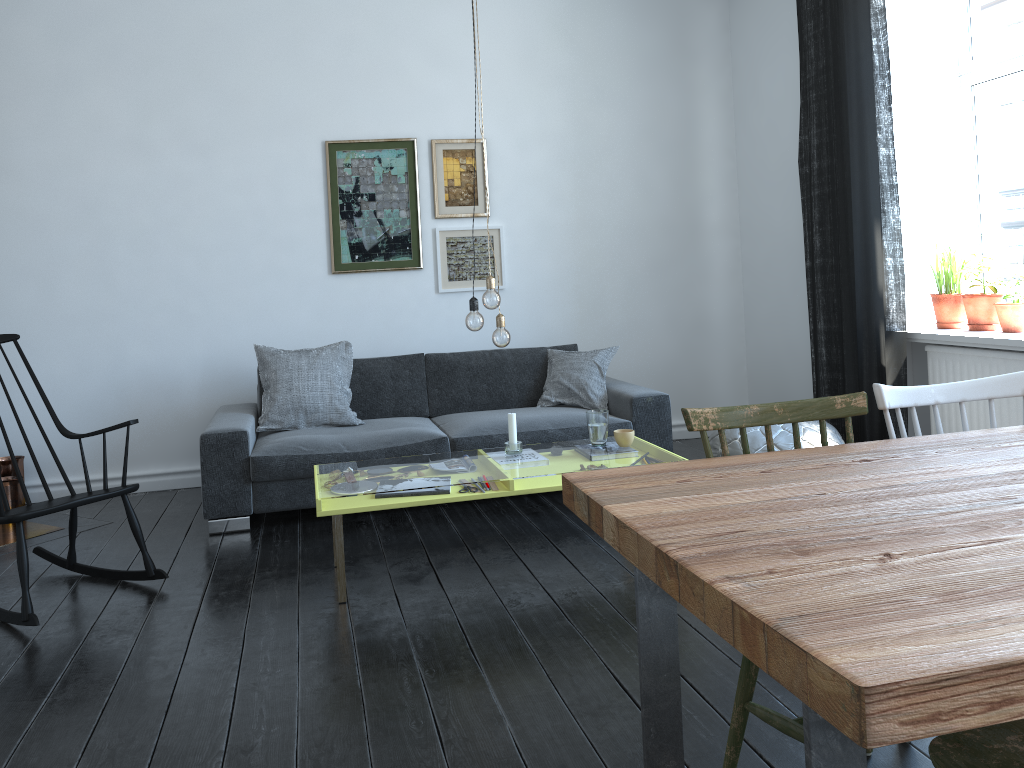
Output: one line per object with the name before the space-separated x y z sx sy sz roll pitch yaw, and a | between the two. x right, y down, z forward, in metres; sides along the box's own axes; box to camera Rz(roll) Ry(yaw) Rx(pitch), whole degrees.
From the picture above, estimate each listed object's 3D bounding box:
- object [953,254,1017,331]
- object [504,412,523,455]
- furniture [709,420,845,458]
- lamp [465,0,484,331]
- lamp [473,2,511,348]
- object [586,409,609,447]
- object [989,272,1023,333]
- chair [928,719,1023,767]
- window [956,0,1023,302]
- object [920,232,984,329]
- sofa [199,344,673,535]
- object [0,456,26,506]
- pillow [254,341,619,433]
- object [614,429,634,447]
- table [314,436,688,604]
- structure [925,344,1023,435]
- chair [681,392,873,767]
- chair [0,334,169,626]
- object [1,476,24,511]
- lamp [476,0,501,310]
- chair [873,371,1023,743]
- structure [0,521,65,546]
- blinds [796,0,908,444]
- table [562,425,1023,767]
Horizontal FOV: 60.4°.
object | 2.273 -0.444 4.227 0.234 0.369 0.259 -3 2 -1
object | 0.003 0.204 3.678 0.074 0.173 0.075 -2 1 22
furniture | 1.311 0.352 4.395 0.680 0.381 0.682 -4 5 -13
lamp | -0.178 -0.953 3.456 0.086 1.496 0.074 -3 0 38
lamp | -0.080 -0.890 3.492 0.074 1.496 0.089 -3 0 11
object | 0.367 0.189 3.762 0.097 0.146 0.098 -1 3 37
object | 2.304 -0.374 4.026 0.194 0.277 0.177 -1 3 44
chair | 0.834 0.543 1.084 0.468 0.827 0.486 -3 2 -15
window | 2.532 -1.222 3.863 0.107 1.984 1.572 -3 3 -13
object | 2.228 -0.530 4.431 0.335 0.498 0.300 -4 2 -30
sofa | -0.420 0.209 4.862 2.376 0.722 1.089 -4 5 -13
object | -2.775 0.552 4.848 0.173 0.280 0.176 -3 2 -13
pillow | -0.392 -0.043 4.982 2.056 0.492 0.480 -4 3 -9
object | 0.473 0.231 3.707 0.086 0.066 0.087 -2 4 15
table | -0.061 0.513 3.514 1.402 0.399 0.603 -4 5 -13
structure | 2.186 0.173 3.802 0.073 0.626 1.069 -3 5 -13
chair | 0.663 0.466 1.809 0.468 0.826 0.486 -3 2 -15
chair | -1.877 0.313 3.436 0.904 1.004 0.615 -1 3 32
object | -2.692 0.608 4.683 0.175 0.199 0.172 -4 3 -23
lamp | -0.117 -1.039 3.460 0.074 1.496 0.074 -3 0 34
chair | 1.122 0.417 1.957 0.467 0.841 0.510 -3 2 -13
structure | -3.024 -0.690 4.412 1.267 2.888 0.781 -2 1 32
blinds | 1.731 -1.015 4.639 0.112 2.971 0.804 -3 0 -14
table | 1.318 0.511 1.601 2.230 0.715 1.022 -4 5 -13
